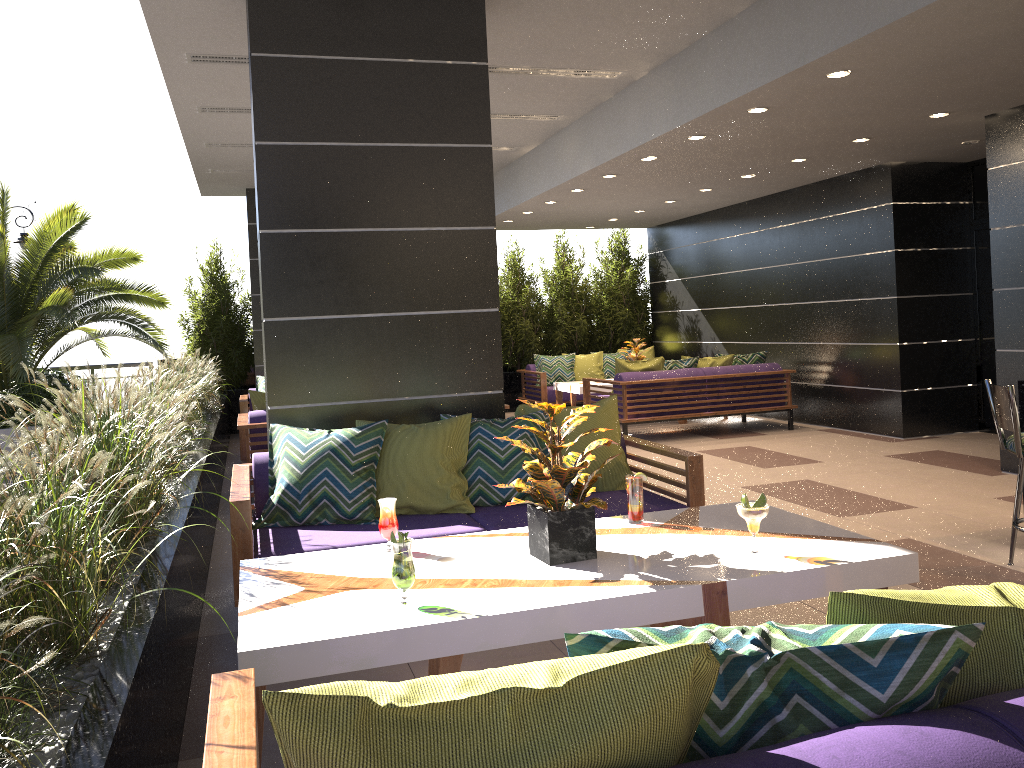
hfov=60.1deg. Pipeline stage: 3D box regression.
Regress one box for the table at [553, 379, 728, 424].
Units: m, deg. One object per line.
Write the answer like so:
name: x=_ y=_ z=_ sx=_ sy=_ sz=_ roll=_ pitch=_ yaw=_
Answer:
table: x=1.655 y=0.217 z=11.288 sx=2.038 sy=0.553 sz=0.942 roll=-4 pitch=3 yaw=-17

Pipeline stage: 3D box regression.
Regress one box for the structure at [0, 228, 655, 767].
structure: x=2.121 y=-0.487 z=2.209 sx=7.823 sy=3.119 sz=24.741 roll=-4 pitch=4 yaw=-17

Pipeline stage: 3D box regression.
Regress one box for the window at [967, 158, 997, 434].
window: x=4.975 y=-0.842 z=8.181 sx=0.109 sy=2.760 sz=1.827 roll=-3 pitch=1 yaw=-17

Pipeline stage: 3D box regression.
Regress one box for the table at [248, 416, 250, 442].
table: x=-1.563 y=0.545 z=8.711 sx=2.038 sy=0.553 sz=0.942 roll=-4 pitch=3 yaw=-17

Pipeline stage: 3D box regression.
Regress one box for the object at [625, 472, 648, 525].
object: x=0.475 y=0.433 z=3.353 sx=0.084 sy=0.189 sz=0.067 roll=-3 pitch=1 yaw=8

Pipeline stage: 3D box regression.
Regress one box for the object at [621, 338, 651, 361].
object: x=1.585 y=-0.318 z=11.261 sx=0.430 sy=0.526 sz=0.425 roll=-3 pitch=2 yaw=1

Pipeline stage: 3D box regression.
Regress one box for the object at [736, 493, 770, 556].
object: x=0.779 y=0.448 z=2.855 sx=0.105 sy=0.197 sz=0.106 roll=-3 pitch=1 yaw=11

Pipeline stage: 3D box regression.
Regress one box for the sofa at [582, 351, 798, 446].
sofa: x=1.993 y=0.099 z=10.074 sx=2.128 sy=0.919 sz=1.120 roll=-4 pitch=3 yaw=-17

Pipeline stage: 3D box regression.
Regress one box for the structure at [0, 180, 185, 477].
structure: x=-5.787 y=-0.714 z=10.081 sx=3.748 sy=3.301 sz=3.810 roll=-2 pitch=3 yaw=26

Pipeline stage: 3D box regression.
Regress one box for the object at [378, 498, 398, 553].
object: x=-0.435 y=0.497 z=3.117 sx=0.069 sy=0.181 sz=0.068 roll=-3 pitch=1 yaw=-34

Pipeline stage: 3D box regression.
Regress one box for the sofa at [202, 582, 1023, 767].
sofa: x=0.590 y=0.738 z=1.538 sx=2.128 sy=0.919 sz=1.120 roll=-4 pitch=3 yaw=-17

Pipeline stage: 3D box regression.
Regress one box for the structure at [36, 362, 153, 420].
structure: x=-8.340 y=1.061 z=2.107 sx=12.928 sy=1.058 sz=17.512 roll=-4 pitch=4 yaw=-17

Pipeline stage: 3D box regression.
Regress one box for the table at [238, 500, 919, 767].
table: x=0.175 y=0.848 z=2.928 sx=2.038 sy=0.553 sz=0.942 roll=-4 pitch=3 yaw=-17

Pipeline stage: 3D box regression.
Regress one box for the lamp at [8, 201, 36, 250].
lamp: x=-6.717 y=-0.780 z=11.489 sx=1.123 sy=3.326 sz=0.264 roll=-3 pitch=0 yaw=-17

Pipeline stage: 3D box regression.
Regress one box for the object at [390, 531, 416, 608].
object: x=-0.307 y=0.517 z=2.502 sx=0.069 sy=0.211 sz=0.068 roll=-3 pitch=1 yaw=-34

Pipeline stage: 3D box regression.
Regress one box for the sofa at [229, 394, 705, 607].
sofa: x=-0.258 y=0.591 z=4.361 sx=2.128 sy=0.919 sz=1.120 roll=-4 pitch=3 yaw=-17

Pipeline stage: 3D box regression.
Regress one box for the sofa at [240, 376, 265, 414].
sofa: x=-1.928 y=0.300 z=9.918 sx=2.128 sy=0.919 sz=1.120 roll=-4 pitch=3 yaw=-17

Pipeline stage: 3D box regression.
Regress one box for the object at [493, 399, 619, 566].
object: x=0.152 y=0.310 z=2.916 sx=0.430 sy=0.526 sz=0.425 roll=-3 pitch=2 yaw=-4

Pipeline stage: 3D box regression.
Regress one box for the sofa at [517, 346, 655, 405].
sofa: x=1.254 y=-0.029 z=12.534 sx=2.128 sy=0.919 sz=1.120 roll=-4 pitch=3 yaw=-17

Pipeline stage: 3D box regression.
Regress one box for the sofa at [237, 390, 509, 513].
sofa: x=-1.189 y=0.429 z=7.459 sx=2.128 sy=0.919 sz=1.120 roll=-4 pitch=3 yaw=-17
